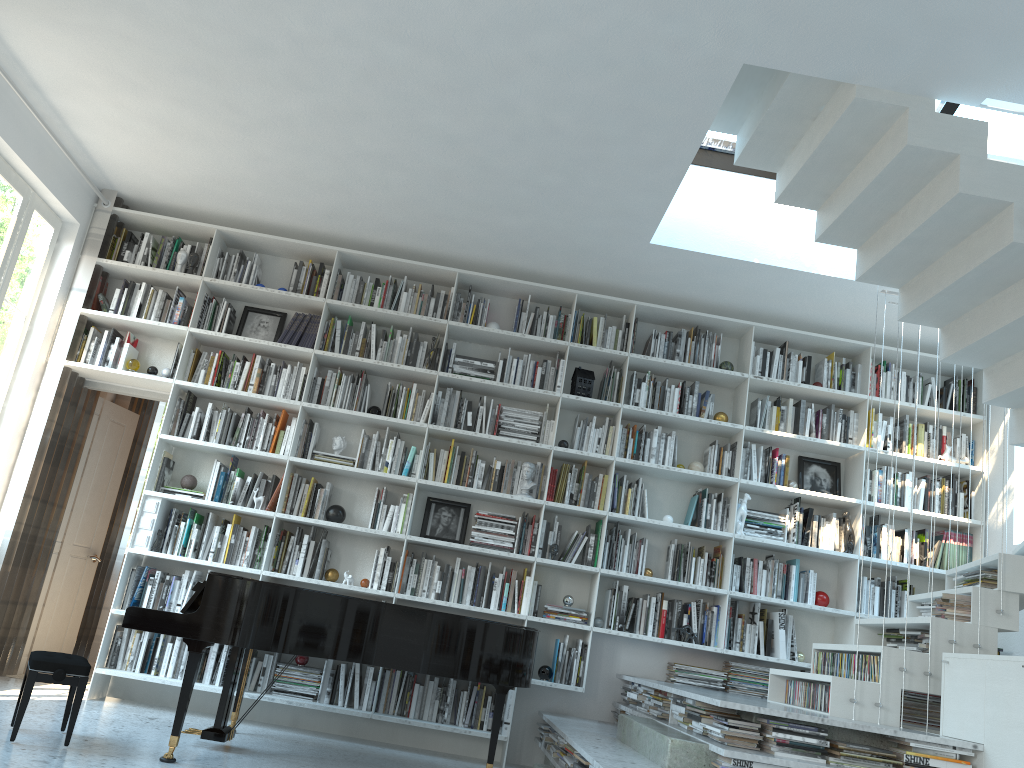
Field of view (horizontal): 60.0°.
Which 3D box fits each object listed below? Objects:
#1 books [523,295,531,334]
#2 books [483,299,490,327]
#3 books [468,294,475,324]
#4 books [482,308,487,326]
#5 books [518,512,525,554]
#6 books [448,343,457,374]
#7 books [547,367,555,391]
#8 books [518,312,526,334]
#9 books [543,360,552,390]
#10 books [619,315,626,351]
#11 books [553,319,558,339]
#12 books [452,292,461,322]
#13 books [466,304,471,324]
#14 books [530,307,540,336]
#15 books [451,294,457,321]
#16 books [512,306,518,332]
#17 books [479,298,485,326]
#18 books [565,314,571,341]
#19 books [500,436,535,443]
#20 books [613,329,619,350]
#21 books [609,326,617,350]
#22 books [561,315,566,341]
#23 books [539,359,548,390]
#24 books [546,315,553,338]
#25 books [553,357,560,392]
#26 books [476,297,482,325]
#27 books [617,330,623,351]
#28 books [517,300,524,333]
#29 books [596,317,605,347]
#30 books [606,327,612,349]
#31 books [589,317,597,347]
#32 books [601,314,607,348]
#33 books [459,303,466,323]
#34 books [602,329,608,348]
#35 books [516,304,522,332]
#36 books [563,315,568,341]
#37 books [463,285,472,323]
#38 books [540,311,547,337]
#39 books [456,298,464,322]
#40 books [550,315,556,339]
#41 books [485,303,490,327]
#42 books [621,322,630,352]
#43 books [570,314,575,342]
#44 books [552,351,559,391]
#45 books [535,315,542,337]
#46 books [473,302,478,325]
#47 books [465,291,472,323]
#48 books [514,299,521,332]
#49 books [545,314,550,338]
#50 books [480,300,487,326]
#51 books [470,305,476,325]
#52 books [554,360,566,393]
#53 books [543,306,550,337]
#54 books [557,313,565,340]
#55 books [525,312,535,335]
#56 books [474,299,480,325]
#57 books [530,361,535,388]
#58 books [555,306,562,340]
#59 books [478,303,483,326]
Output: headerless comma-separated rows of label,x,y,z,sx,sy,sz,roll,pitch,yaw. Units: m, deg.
books,0.094,-0.446,6.277,0.010,0.330,0.186,10,-15,-1
books,-0.187,-0.456,6.268,0.011,0.255,0.144,10,-15,-1
books,-0.294,-0.482,6.258,0.011,0.264,0.164,10,-15,-1
books,-0.203,-0.423,6.266,0.010,0.186,0.153,10,-16,-1
books,0.056,1.008,5.924,0.011,0.298,0.130,10,-15,-1
books,-0.417,-0.140,6.150,0.021,0.248,0.192,10,-16,-1
books,0.261,0.006,6.171,0.029,0.202,0.192,10,-16,-1
books,0.063,-0.385,6.281,0.031,0.208,0.147,10,-15,-1
books,0.236,-0.024,6.191,0.029,0.260,0.133,10,-15,-1
books,0.771,-0.318,6.319,0.012,0.328,0.129,10,-15,-1
books,0.297,-0.341,6.290,0.014,0.204,0.135,10,-15,-1
books,-0.395,-0.494,6.254,0.026,0.252,0.186,10,-16,-1
books,-0.311,-0.449,6.276,0.011,0.205,0.146,10,-15,-1
books,0.155,-0.399,6.292,0.028,0.269,0.140,10,-15,-1
books,-0.415,-0.493,6.273,0.012,0.253,0.161,10,-15,-1
books,0.011,-0.413,6.283,0.012,0.244,0.151,10,-15,-1
books,-0.217,-0.462,6.265,0.005,0.254,0.168,10,-15,-1
books,0.385,-0.353,6.293,0.022,0.256,0.137,10,-15,-1
books,0.032,0.395,6.064,0.254,0.012,0.161,9,-16,1
books,0.721,-0.268,6.292,0.025,0.203,0.162,10,-16,-1
books,0.696,-0.283,6.273,0.031,0.212,0.170,10,-16,-1
books,0.353,-0.352,6.292,0.014,0.243,0.145,10,-15,-1
books,0.207,-0.027,6.173,0.032,0.247,0.174,10,-15,-1
books,0.255,-0.358,6.251,0.023,0.201,0.193,10,-16,-1
books,0.298,-0.028,6.209,0.010,0.298,0.134,10,-15,-1
books,-0.240,-0.469,6.272,0.013,0.263,0.147,10,-15,-1
books,0.744,-0.261,6.285,0.022,0.193,0.182,10,-16,-1
books,0.050,-0.433,6.281,0.011,0.295,0.157,10,-15,-1
books,0.614,-0.321,6.301,0.030,0.273,0.152,10,-15,-1
books,0.668,-0.281,6.275,0.024,0.201,0.180,10,-16,-1
books,0.573,-0.324,6.278,0.054,0.254,0.191,10,-16,-1
books,0.637,-0.333,6.288,0.010,0.296,0.168,10,-15,-1
books,-0.352,-0.456,6.254,0.026,0.194,0.167,10,-16,-1
books,0.643,-0.275,6.270,0.022,0.179,0.173,10,-16,-1
books,0.037,-0.419,6.285,0.011,0.266,0.129,10,-15,-1
books,0.367,-0.349,6.283,0.014,0.238,0.153,10,-15,-1
books,-0.322,-0.519,6.287,0.014,0.340,0.145,10,-15,-1
books,0.212,-0.376,6.275,0.023,0.236,0.154,10,-15,-1
books,-0.375,-0.473,6.270,0.023,0.227,0.157,10,-15,-1
books,0.279,-0.357,6.299,0.026,0.233,0.137,10,-15,-1
books,-0.182,-0.440,6.285,0.004,0.235,0.138,10,-15,-1
books,0.788,-0.287,6.278,0.029,0.252,0.187,10,-16,-1
books,0.413,-0.361,6.299,0.012,0.284,0.160,10,-15,-1
books,0.291,-0.051,6.197,0.012,0.333,0.156,10,-15,-1
books,0.181,-0.367,6.266,0.033,0.202,0.167,10,-16,-1
books,-0.267,-0.453,6.286,0.006,0.232,0.136,10,-15,-1
books,-0.313,-0.497,6.276,0.010,0.295,0.153,10,-15,-1
books,0.028,-0.438,6.272,0.014,0.291,0.176,10,-15,-1
books,0.238,-0.364,6.269,0.012,0.216,0.180,10,-16,-1
books,-0.210,-0.452,6.283,0.013,0.249,0.148,10,-15,-1
books,-0.283,-0.443,6.261,0.023,0.195,0.172,10,-16,-1
books,0.322,-0.016,6.123,0.037,0.236,0.273,10,-16,-1
books,0.232,-0.393,6.266,0.010,0.269,0.180,10,-15,-1
books,0.333,-0.358,6.282,0.028,0.243,0.161,10,-15,-1
books,0.114,-0.382,6.266,0.050,0.210,0.173,10,-16,-1
books,-0.255,-0.462,6.276,0.014,0.247,0.139,10,-15,-1
books,0.133,-0.029,6.193,0.011,0.238,0.140,10,-15,-1
books,0.318,-0.390,6.297,0.012,0.307,0.138,10,-15,-1
books,-0.230,-0.446,6.262,0.016,0.218,0.144,10,-15,-1
